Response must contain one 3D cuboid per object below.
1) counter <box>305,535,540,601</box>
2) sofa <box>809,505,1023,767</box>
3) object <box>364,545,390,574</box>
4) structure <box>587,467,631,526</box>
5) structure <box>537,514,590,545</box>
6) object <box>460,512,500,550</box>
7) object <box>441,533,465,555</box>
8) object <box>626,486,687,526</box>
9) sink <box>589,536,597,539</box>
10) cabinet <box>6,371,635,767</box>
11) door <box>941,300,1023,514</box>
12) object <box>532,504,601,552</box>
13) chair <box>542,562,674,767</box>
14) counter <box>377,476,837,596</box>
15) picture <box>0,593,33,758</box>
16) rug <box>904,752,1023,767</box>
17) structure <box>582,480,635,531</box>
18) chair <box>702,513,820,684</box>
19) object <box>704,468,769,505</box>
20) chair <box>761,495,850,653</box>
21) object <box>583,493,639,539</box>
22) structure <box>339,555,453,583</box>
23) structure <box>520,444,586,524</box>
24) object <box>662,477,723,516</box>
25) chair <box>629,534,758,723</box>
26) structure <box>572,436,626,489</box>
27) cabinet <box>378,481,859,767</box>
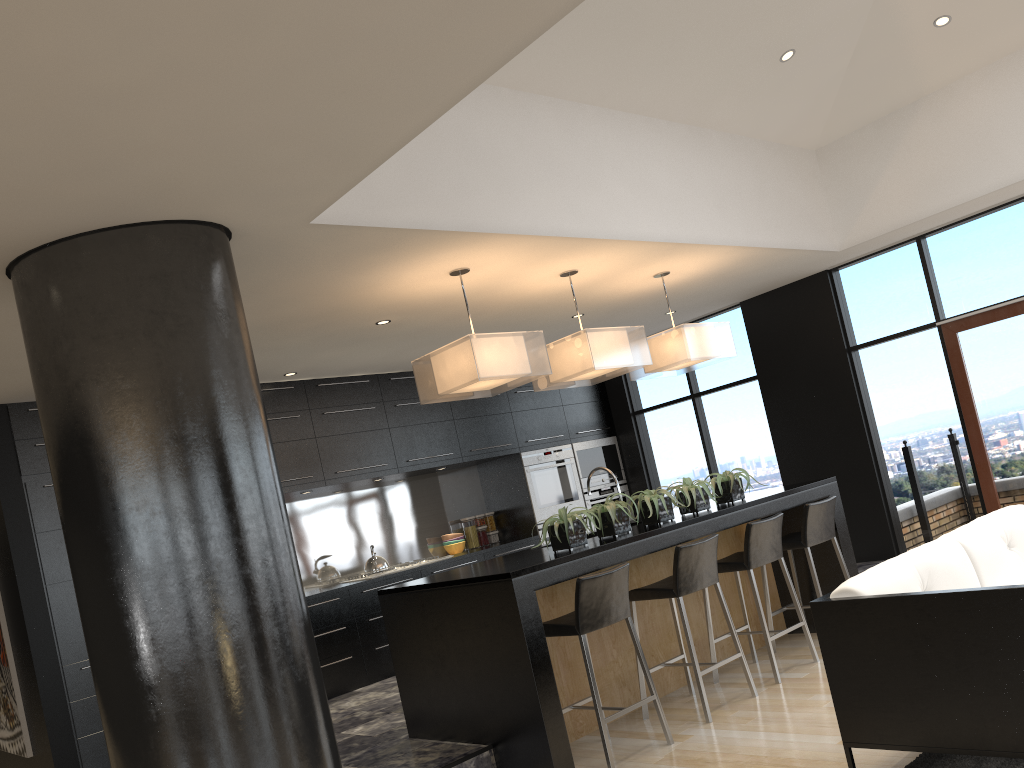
[{"bbox_3d":[-1.021,1.666,7.811,2.841,0.033,0.741,-6,-10,-42],"label":"counter"},{"bbox_3d":[2.251,1.011,3.803,2.018,0.798,0.850,-6,-8,-42],"label":"sofa"},{"bbox_3d":[-1.179,1.495,7.578,0.224,0.228,0.219,-17,-6,40],"label":"object"},{"bbox_3d":[0.583,1.069,5.821,2.757,1.012,0.665,-6,-7,-43],"label":"structure"},{"bbox_3d":[0.571,1.684,8.733,0.696,0.703,0.087,-8,-5,-42],"label":"structure"},{"bbox_3d":[-0.312,1.462,8.798,0.363,0.314,0.115,-8,-5,-42],"label":"object"},{"bbox_3d":[-0.558,1.542,8.528,0.203,0.204,0.188,-8,-6,-41],"label":"object"},{"bbox_3d":[0.911,0.731,5.367,0.404,0.216,0.403,-11,-7,-17],"label":"object"},{"bbox_3d":[0.592,1.081,5.752,0.916,0.158,0.467,-6,-10,-42],"label":"sink"},{"bbox_3d":[-1.104,1.218,7.811,5.687,2.509,0.738,-7,-6,-42],"label":"cabinet"},{"bbox_3d":[3.849,0.392,6.514,0.094,1.982,0.910,-11,-4,-42],"label":"door"},{"bbox_3d":[0.258,0.795,4.842,0.404,0.237,0.403,-11,-7,-18],"label":"object"},{"bbox_3d":[0.414,1.447,4.543,0.472,0.958,0.526,-10,-5,-42],"label":"chair"},{"bbox_3d":[0.757,0.926,5.605,3.093,0.031,1.197,-6,-10,-42],"label":"counter"},{"bbox_3d":[-3.783,1.729,6.386,0.076,1.862,1.171,-11,-4,-42],"label":"picture"},{"bbox_3d":[2.997,1.158,3.138,3.012,0.011,2.518,-6,-10,-41],"label":"rug"},{"bbox_3d":[1.015,1.265,9.216,0.673,0.442,0.071,-7,-5,-42],"label":"structure"},{"bbox_3d":[1.504,1.336,5.533,0.472,0.958,0.526,-10,-5,-42],"label":"chair"},{"bbox_3d":[1.433,0.689,5.920,0.395,0.216,0.412,-11,-7,-18],"label":"object"},{"bbox_3d":[1.998,1.286,5.983,0.472,0.958,0.526,-10,-5,-42],"label":"chair"},{"bbox_3d":[0.574,0.759,5.097,0.395,0.237,0.412,-11,-7,-18],"label":"object"},{"bbox_3d":[-1.014,1.639,7.797,0.894,0.066,0.528,-6,-10,-42],"label":"structure"},{"bbox_3d":[0.413,0.985,8.762,0.696,0.703,0.087,-8,-5,-42],"label":"structure"},{"bbox_3d":[1.183,0.693,5.620,0.404,0.237,0.403,-11,-7,-18],"label":"object"},{"bbox_3d":[0.991,1.388,5.067,0.472,0.958,0.526,-10,-5,-42],"label":"chair"},{"bbox_3d":[0.914,0.815,9.234,0.671,0.471,0.027,-7,-5,-42],"label":"structure"},{"bbox_3d":[0.875,1.445,5.584,3.093,1.031,1.196,-6,-8,-42],"label":"cabinet"}]
